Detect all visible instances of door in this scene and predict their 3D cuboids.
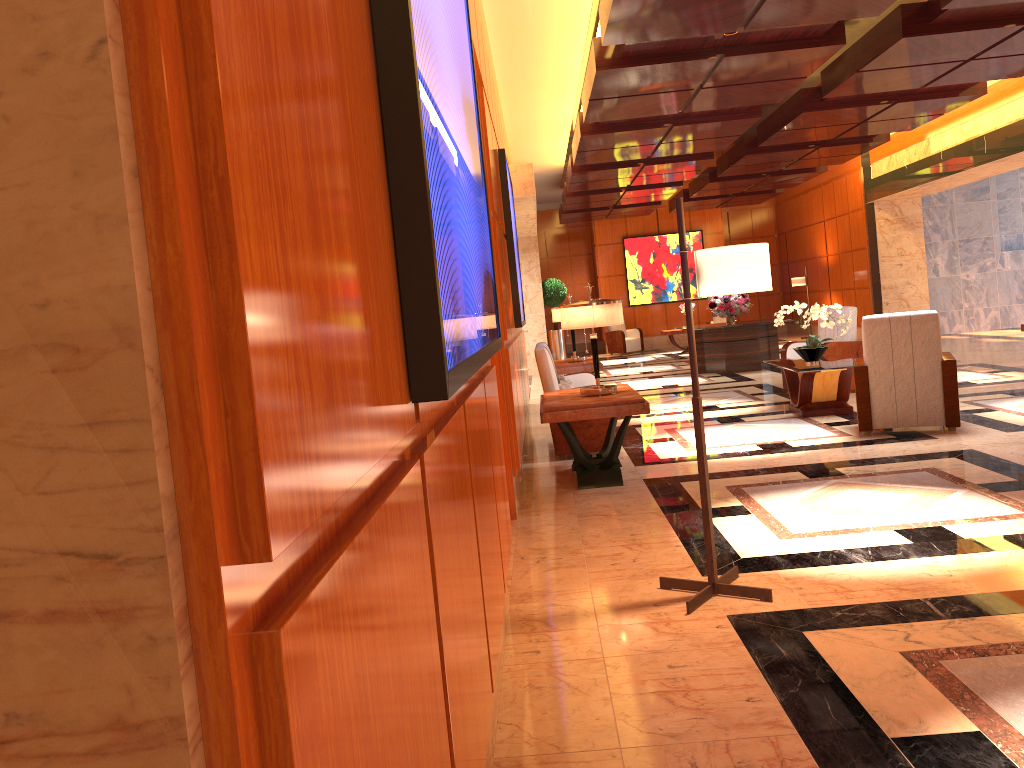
[{"bbox_3d":[-0.292,-0.411,4.604,0.340,2.647,1.541,-6,3,2],"label":"door"}]

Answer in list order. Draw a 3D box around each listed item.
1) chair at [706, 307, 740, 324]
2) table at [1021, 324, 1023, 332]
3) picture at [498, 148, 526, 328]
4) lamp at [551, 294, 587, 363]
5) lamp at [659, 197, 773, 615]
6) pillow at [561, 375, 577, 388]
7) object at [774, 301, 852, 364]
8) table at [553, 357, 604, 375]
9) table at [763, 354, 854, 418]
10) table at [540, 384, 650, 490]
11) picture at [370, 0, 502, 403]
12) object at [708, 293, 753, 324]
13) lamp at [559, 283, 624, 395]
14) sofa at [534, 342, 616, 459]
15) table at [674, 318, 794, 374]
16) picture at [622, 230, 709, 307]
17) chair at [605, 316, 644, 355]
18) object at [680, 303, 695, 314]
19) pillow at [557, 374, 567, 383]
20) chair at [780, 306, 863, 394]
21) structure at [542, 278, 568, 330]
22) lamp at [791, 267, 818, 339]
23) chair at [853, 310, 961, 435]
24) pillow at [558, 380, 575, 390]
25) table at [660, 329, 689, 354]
[{"bbox_3d":[5.144,-1.452,21.558,0.737,0.959,0.630,-4,3,21],"label":"chair"},{"bbox_3d":[6.363,-0.422,9.900,0.724,0.533,1.170,-5,4,5],"label":"table"},{"bbox_3d":[0.014,-1.259,8.168,0.056,1.449,2.001,-6,4,2],"label":"picture"},{"bbox_3d":[0.719,-0.666,10.548,0.458,0.808,0.460,-5,3,11],"label":"lamp"},{"bbox_3d":[0.847,0.049,3.680,0.527,1.658,0.360,-6,2,-8],"label":"lamp"},{"bbox_3d":[0.540,0.017,8.626,0.202,0.229,0.274,-5,4,5],"label":"pillow"},{"bbox_3d":[2.879,-0.506,8.510,0.789,0.616,0.417,-7,3,-21],"label":"object"},{"bbox_3d":[0.724,0.032,10.713,0.725,0.605,1.273,-5,4,2],"label":"table"},{"bbox_3d":[2.993,0.032,8.648,0.722,0.495,1.564,-5,4,5],"label":"table"},{"bbox_3d":[0.594,0.380,6.496,0.725,0.605,1.273,-5,4,2],"label":"table"},{"bbox_3d":[-0.165,-0.776,2.315,0.056,1.449,2.001,-6,4,2],"label":"picture"},{"bbox_3d":[3.503,-1.305,14.300,0.650,0.657,0.681,-6,3,-7],"label":"object"},{"bbox_3d":[0.591,-0.332,6.399,0.460,0.792,0.458,-8,4,-36],"label":"lamp"},{"bbox_3d":[0.564,0.073,8.199,0.612,0.930,1.803,-5,4,3],"label":"sofa"},{"bbox_3d":[3.570,-0.609,14.346,1.600,0.743,1.604,-5,4,2],"label":"table"},{"bbox_3d":[3.839,-2.892,22.176,1.996,1.734,0.056,-5,2,2],"label":"picture"},{"bbox_3d":[2.723,-1.221,21.638,0.740,0.959,0.628,-8,4,-39],"label":"chair"},{"bbox_3d":[3.897,-1.521,19.583,0.350,0.595,0.328,-4,3,22],"label":"object"},{"bbox_3d":[0.490,0.043,8.180,0.160,0.252,0.358,-6,4,-1],"label":"pillow"},{"bbox_3d":[3.536,-0.383,10.107,0.629,0.959,0.738,-7,3,-19],"label":"chair"},{"bbox_3d":[0.953,-1.552,20.011,0.722,1.710,0.722,-7,3,-20],"label":"structure"},{"bbox_3d":[6.740,-1.856,20.352,0.527,1.658,0.360,-6,2,-8],"label":"lamp"},{"bbox_3d":[3.148,-0.108,7.139,0.737,0.959,0.630,-4,3,21],"label":"chair"},{"bbox_3d":[0.506,0.085,7.745,0.195,0.226,0.345,-5,4,7],"label":"pillow"},{"bbox_3d":[3.936,-0.955,19.576,1.167,0.533,0.726,-5,4,2],"label":"table"}]
